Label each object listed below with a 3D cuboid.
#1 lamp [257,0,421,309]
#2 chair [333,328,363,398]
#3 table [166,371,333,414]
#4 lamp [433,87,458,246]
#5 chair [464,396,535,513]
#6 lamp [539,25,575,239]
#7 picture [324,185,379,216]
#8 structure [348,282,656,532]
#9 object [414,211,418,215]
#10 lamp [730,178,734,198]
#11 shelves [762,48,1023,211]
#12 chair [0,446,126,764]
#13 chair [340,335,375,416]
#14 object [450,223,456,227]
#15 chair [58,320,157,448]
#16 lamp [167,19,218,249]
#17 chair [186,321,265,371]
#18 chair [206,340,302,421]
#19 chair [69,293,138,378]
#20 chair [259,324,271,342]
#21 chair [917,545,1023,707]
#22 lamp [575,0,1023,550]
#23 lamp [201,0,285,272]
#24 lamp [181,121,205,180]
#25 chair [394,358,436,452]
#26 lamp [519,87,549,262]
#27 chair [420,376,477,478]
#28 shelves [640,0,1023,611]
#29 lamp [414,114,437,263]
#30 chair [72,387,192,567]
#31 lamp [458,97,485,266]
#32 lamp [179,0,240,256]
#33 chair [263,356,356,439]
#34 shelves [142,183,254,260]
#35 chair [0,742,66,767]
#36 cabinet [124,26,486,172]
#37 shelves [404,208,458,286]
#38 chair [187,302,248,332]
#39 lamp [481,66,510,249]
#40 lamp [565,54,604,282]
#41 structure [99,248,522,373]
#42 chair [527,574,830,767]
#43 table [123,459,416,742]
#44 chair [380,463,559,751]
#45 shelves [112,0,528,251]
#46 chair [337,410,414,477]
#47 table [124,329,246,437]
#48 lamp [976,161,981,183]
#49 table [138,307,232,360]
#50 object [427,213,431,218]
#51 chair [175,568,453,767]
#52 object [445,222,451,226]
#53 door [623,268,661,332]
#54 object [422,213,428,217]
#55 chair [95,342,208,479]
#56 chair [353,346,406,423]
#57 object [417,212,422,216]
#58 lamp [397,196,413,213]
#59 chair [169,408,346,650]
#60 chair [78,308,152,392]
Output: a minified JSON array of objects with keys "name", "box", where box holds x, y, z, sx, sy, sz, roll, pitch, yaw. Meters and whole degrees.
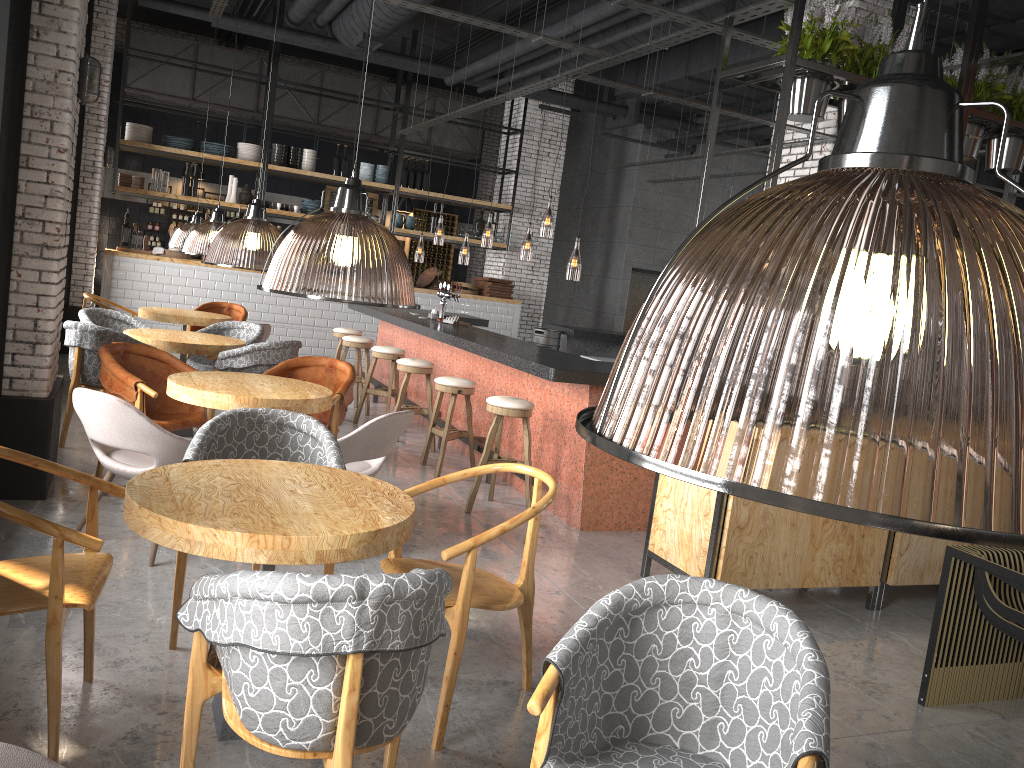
[{"name":"lamp","box":[-0.416,-1.470,2.845,0.537,2.401,0.537,9,6,18]},{"name":"chair","box":[-1.988,-0.252,10.277,0.481,0.804,0.439,12,7,34]},{"name":"table","box":[-1.576,0.401,5.243,0.933,0.808,0.933,10,7,23]},{"name":"lamp","box":[-0.656,-2.213,9.043,0.108,1.596,0.108,8,6,8]},{"name":"chair","box":[-0.020,0.498,6.150,0.439,0.804,0.481,10,6,24]},{"name":"lamp","box":[0.362,-1.904,6.720,0.108,1.596,0.108,8,6,8]},{"name":"picture","box":[-2.985,-2.989,16.270,0.979,1.140,0.021,5,6,-24]},{"name":"structure","box":[1.030,-0.067,9.275,4.307,1.530,5.892,5,7,-24]},{"name":"object","box":[-1.787,-3.165,16.432,0.079,0.079,0.284,5,7,-24]},{"name":"lamp","box":[2.551,-1.723,10.700,0.127,1.603,0.127,5,6,-24]},{"name":"shelves","box":[5.065,-1.712,9.928,1.002,4.358,6.164,5,7,-24]},{"name":"chair","box":[-1.612,0.645,2.788,0.643,0.919,0.614,6,6,-17]},{"name":"chair","box":[-1.647,-0.102,9.390,0.440,0.804,0.480,12,8,39]},{"name":"object","box":[-1.113,-3.006,16.747,0.079,0.079,0.284,5,7,-24]},{"name":"chair","box":[-3.073,-0.002,6.591,0.682,0.927,0.644,10,6,20]},{"name":"lamp","box":[-3.198,-2.597,9.252,0.537,2.401,0.537,9,6,18]},{"name":"chair","box":[-2.542,-0.096,7.986,0.682,0.927,0.644,10,6,20]},{"name":"chair","box":[-2.027,0.075,7.117,0.644,0.927,0.682,10,6,20]},{"name":"chair","box":[-4.241,-0.469,9.258,0.643,0.919,0.614,6,6,-17]},{"name":"chair","box":[-2.938,-0.261,9.215,0.803,0.849,0.771,10,7,25]},{"name":"chair","box":[2.259,1.133,3.723,0.656,0.729,0.640,5,7,-23]},{"name":"lamp","box":[0.488,-1.104,0.765,0.537,2.401,0.537,9,6,18]},{"name":"lamp","box":[-1.350,-1.848,4.996,0.537,2.401,0.537,9,6,18]},{"name":"lamp","box":[-5.279,-3.910,14.807,0.390,0.935,0.391,5,6,-22]},{"name":"chair","box":[-0.944,0.172,7.867,0.481,0.804,0.439,12,8,39]},{"name":"lamp","box":[0.207,-1.741,7.314,0.108,1.458,0.108,12,7,37]},{"name":"chair","box":[-0.525,0.337,7.195,0.480,0.804,0.440,2,8,-45]},{"name":"shelves","box":[2.877,-1.154,5.384,3.657,5.009,0.692,5,6,-24]},{"name":"lamp","box":[-0.915,-2.111,9.598,0.108,1.596,0.108,8,6,8]},{"name":"chair","box":[-1.870,0.429,4.581,0.772,0.849,0.803,10,7,25]},{"name":"lamp","box":[-0.368,-1.937,8.491,0.108,1.596,0.109,3,7,-42]},{"name":"lamp","box":[-2.284,-2.227,7.147,0.537,2.401,0.537,9,6,18]},{"name":"chair","box":[-1.365,0.295,6.005,0.681,0.927,0.644,9,6,13]},{"name":"shelves","box":[-5.319,-2.587,15.129,1.760,1.479,0.158,5,6,-24]},{"name":"chair","box":[-0.555,1.009,1.151,0.803,0.849,0.772,9,6,15]},{"name":"cabinet","box":[-3.359,-4.367,14.933,5.859,1.765,0.684,5,6,-24]},{"name":"shelves","box":[-1.608,-2.177,16.758,0.889,2.144,0.251,5,6,-24]},{"name":"chair","box":[-3.362,-0.469,10.215,0.681,0.927,0.645,7,6,-2]},{"name":"lamp","box":[-0.123,-1.997,7.816,0.108,1.596,0.108,8,6,8]},{"name":"lamp","box":[0.535,-1.524,6.258,0.108,1.596,0.108,8,6,8]},{"name":"structure","box":[-2.872,-0.935,13.074,5.796,1.343,1.515,5,7,-24]},{"name":"chair","box":[0.418,0.989,2.136,0.682,0.927,0.644,10,7,25]},{"name":"table","box":[-0.842,0.762,3.012,0.933,0.808,0.933,10,7,23]},{"name":"chair","box":[-0.138,0.776,3.351,0.643,0.919,0.614,4,7,-32]},{"name":"shelves","box":[-2.554,-3.846,12.839,5.673,3.060,0.599,5,6,-24]},{"name":"chair","box":[-0.989,0.500,4.973,0.803,0.849,0.771,10,7,25]},{"name":"table","box":[-2.702,0.014,7.247,0.933,0.808,0.933,10,7,23]},{"name":"lamp","box":[5.100,-1.739,9.909,0.108,1.596,0.108,10,6,22]},{"name":"table","box":[-3.525,-0.360,9.486,0.933,0.808,0.933,10,7,18]},{"name":"object","box":[-1.545,-3.151,16.583,0.079,0.079,0.284,5,7,-24]},{"name":"chair","box":[-0.502,0.852,2.258,0.680,0.927,0.645,5,7,-25]},{"name":"object","box":[-1.204,-3.015,16.721,0.079,0.079,0.284,5,7,-24]},{"name":"door","box":[2.363,-0.973,15.795,1.119,2.099,0.159,5,6,-24]},{"name":"object","box":[-1.623,-3.155,16.527,0.079,0.079,0.284,5,7,-24]},{"name":"chair","box":[-2.277,0.233,5.494,0.644,0.927,0.682,10,6,18]},{"name":"chair","box":[-1.298,0.021,8.745,0.439,0.804,0.481,9,6,14]},{"name":"object","box":[-1.715,-3.164,16.503,0.079,0.079,0.284,5,7,-24]},{"name":"lamp","box":[-1.949,-3.637,16.263,0.390,0.935,0.391,5,6,-22]},{"name":"chair","box":[-1.049,0.602,3.760,0.681,0.927,0.645,6,6,-15]},{"name":"chair","box":[-3.391,-0.156,7.530,0.644,0.927,0.682,10,6,20]}]
